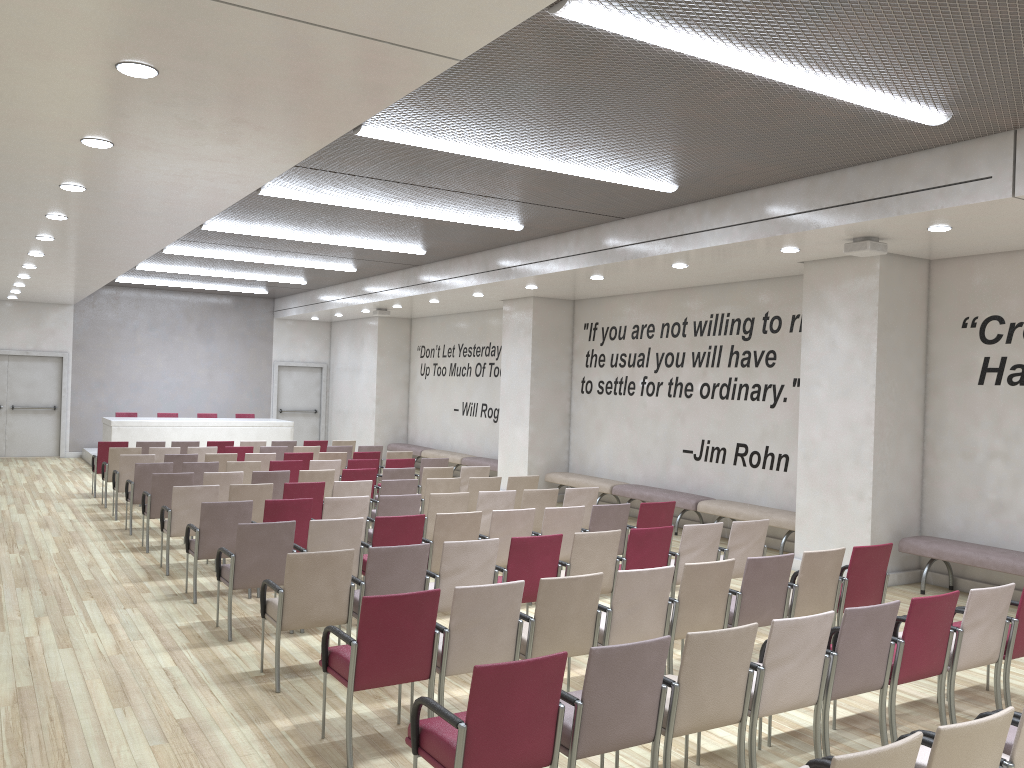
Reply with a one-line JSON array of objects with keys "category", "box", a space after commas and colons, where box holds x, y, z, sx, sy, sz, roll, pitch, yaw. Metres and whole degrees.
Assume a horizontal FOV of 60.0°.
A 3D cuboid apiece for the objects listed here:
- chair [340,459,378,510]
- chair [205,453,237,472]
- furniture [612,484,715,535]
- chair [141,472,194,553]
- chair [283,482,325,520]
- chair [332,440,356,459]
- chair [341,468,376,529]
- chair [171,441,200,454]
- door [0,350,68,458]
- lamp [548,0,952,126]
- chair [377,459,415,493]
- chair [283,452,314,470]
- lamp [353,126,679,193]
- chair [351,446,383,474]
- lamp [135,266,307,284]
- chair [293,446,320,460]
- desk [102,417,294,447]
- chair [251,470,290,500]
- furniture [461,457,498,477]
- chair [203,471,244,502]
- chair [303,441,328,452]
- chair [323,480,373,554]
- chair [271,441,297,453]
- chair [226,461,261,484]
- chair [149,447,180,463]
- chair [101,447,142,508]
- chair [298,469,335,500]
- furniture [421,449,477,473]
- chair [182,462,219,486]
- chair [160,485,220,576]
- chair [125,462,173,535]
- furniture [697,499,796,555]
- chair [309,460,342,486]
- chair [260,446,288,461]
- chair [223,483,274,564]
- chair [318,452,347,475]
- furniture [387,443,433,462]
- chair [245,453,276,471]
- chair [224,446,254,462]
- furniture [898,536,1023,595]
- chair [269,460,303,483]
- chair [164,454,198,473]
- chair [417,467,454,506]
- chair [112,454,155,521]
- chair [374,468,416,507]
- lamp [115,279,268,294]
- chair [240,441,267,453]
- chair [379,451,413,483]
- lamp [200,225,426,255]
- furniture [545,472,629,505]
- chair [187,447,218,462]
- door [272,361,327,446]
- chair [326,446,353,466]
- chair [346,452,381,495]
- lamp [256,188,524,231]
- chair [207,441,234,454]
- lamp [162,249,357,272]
[{"category": "chair", "box": [-2.230, 1.491, 12.600, 0.513, 0.890, 0.640, 2, 0, -31]}, {"category": "chair", "box": [-4.282, 1.424, 12.807, 0.513, 0.890, 0.640, 2, 0, -32]}, {"category": "furniture", "box": [2.174, 1.804, 12.827, 0.530, 0.550, 1.833, 2, 0, -31]}, {"category": "chair", "box": [-3.937, 1.431, 10.141, 0.513, 0.890, 0.640, 2, 0, -30]}, {"category": "chair", "box": [-2.359, 1.482, 9.647, 0.513, 0.890, 0.640, 2, 0, -31]}, {"category": "chair", "box": [-3.201, 1.464, 16.324, 0.513, 0.890, 0.640, 2, 0, -31]}, {"category": "chair", "box": [-2.064, 1.494, 11.282, 0.513, 0.890, 0.640, 2, 0, -32]}, {"category": "chair", "box": [-5.556, 1.385, 14.915, 0.513, 0.890, 0.640, 2, 0, -30]}, {"category": "door", "box": [-11.229, 0.450, 19.701, 2.373, 2.400, 0.200, 2, 0, -31]}, {"category": "lamp", "box": [1.653, -1.927, 5.507, 3.304, 0.045, 0.198, 2, 0, -31]}, {"category": "chair", "box": [-1.749, 1.507, 12.903, 0.513, 0.890, 0.640, 2, 0, -31]}, {"category": "chair", "box": [-3.322, 1.456, 13.376, 0.513, 0.890, 0.640, 2, 0, -32]}, {"category": "lamp", "box": [0.175, -1.972, 7.943, 3.304, 0.045, 0.198, 2, 0, -31]}, {"category": "chair", "box": [-2.552, 1.484, 15.279, 0.513, 0.890, 0.640, 2, 0, -31]}, {"category": "lamp", "box": [-5.722, -2.151, 17.665, 3.304, 0.045, 0.198, 2, 0, -31]}, {"category": "chair", "box": [-3.507, 1.452, 14.718, 0.513, 0.890, 0.640, 2, 0, -32]}, {"category": "desk", "box": [-6.676, 1.278, 18.913, 3.652, 1.042, 1.456, 2, 0, -31]}, {"category": "chair", "box": [-2.994, 1.463, 10.697, 0.513, 0.890, 0.640, 2, 0, -31]}, {"category": "furniture", "box": [-0.352, 1.727, 16.991, 0.530, 0.550, 1.833, 2, 0, -31]}, {"category": "chair", "box": [-3.463, 1.447, 10.411, 0.513, 0.890, 0.640, 2, 0, -31]}, {"category": "chair", "box": [-3.659, 1.449, 16.052, 0.513, 0.890, 0.640, 2, 0, -32]}, {"category": "chair", "box": [-1.899, 1.498, 9.940, 0.513, 0.890, 0.640, 2, 0, -32]}, {"category": "chair", "box": [-4.140, 1.433, 15.758, 0.513, 0.890, 0.640, 2, 0, -30]}, {"category": "chair", "box": [-3.638, 1.443, 11.753, 0.513, 0.890, 0.640, 2, 0, -31]}, {"category": "chair", "box": [-5.377, 1.389, 13.569, 0.513, 0.890, 0.640, 2, 0, -31]}, {"category": "chair", "box": [-5.852, 1.373, 13.293, 0.513, 0.890, 0.640, 2, 0, -32]}, {"category": "chair", "box": [-2.518, 1.479, 10.983, 0.513, 0.890, 0.640, 2, 0, -31]}, {"category": "furniture", "box": [-1.314, 1.698, 18.577, 0.530, 0.550, 1.833, 2, 0, -31]}, {"category": "chair", "box": [-4.101, 1.428, 11.471, 0.513, 0.890, 0.640, 2, 0, -32]}, {"category": "chair", "box": [-3.302, 1.450, 9.079, 0.513, 0.890, 0.640, 2, 0, -31]}, {"category": "chair", "box": [-4.578, 1.412, 11.188, 0.513, 0.890, 0.640, 2, 0, -32]}, {"category": "furniture", "box": [3.136, 1.833, 11.241, 0.530, 0.550, 1.833, 2, 0, -31]}, {"category": "chair", "box": [-2.700, 1.475, 12.324, 0.513, 0.890, 0.640, 2, 0, -31]}, {"category": "chair", "box": [-3.964, 1.437, 14.427, 0.513, 0.890, 0.640, 2, 0, -31]}, {"category": "chair", "box": [-2.836, 1.466, 9.359, 0.513, 0.890, 0.640, 2, 0, -31]}, {"category": "chair", "box": [-2.869, 1.471, 13.663, 0.513, 0.890, 0.640, 2, 0, -32]}, {"category": "furniture", "box": [-2.277, 1.669, 20.166, 0.530, 0.550, 1.833, 2, 0, -31]}, {"category": "chair", "box": [-3.797, 1.440, 13.088, 0.513, 0.890, 0.640, 2, 0, -31]}, {"category": "chair", "box": [-4.440, 1.421, 14.156, 0.513, 0.890, 0.640, 2, 0, -31]}, {"category": "furniture", "box": [4.706, 1.881, 8.652, 0.530, 0.550, 1.833, 2, 0, -31]}, {"category": "chair", "box": [-3.166, 1.459, 12.051, 0.513, 0.890, 0.640, 2, 0, -32]}, {"category": "chair", "box": [-4.739, 1.408, 12.517, 0.513, 0.890, 0.640, 2, 0, -32]}, {"category": "chair", "box": [-1.123, 1.526, 11.837, 0.513, 0.890, 0.640, 2, 0, -32]}, {"category": "chair", "box": [-5.214, 1.392, 12.227, 0.513, 0.890, 0.640, 2, 0, -30]}, {"category": "chair", "box": [-1.599, 1.510, 11.557, 0.513, 0.890, 0.640, 2, 0, -31]}, {"category": "lamp", "box": [-7.201, -2.196, 20.103, 3.304, 0.045, 0.198, 2, 0, -31]}, {"category": "chair", "box": [-4.603, 1.417, 15.488, 0.513, 0.890, 0.640, 2, 0, -31]}, {"category": "chair", "box": [-1.932, 1.503, 14.230, 0.513, 0.890, 0.640, 2, 0, -32]}, {"category": "lamp", "box": [-2.772, -2.062, 12.802, 3.304, 0.045, 0.198, 2, 0, -31]}, {"category": "furniture", "box": [1.211, 1.775, 14.415, 0.530, 0.550, 1.833, 2, 0, -31]}, {"category": "chair", "box": [-4.917, 1.404, 13.863, 0.513, 0.890, 0.640, 2, 0, -32]}, {"category": "door", "box": [-5.569, 0.641, 23.137, 1.400, 2.400, 0.200, 2, 0, -31]}, {"category": "chair", "box": [-3.022, 1.468, 14.996, 0.513, 0.890, 0.640, 2, 0, -31]}, {"category": "chair", "box": [-2.403, 1.487, 13.947, 0.513, 0.890, 0.640, 2, 0, -31]}, {"category": "lamp", "box": [-1.310, -2.017, 10.390, 3.304, 0.045, 0.198, 2, 0, -31]}, {"category": "chair", "box": [-5.076, 1.401, 15.196, 0.513, 0.890, 0.640, 2, 0, -32]}, {"category": "lamp", "box": [-4.266, -2.107, 15.265, 3.304, 0.045, 0.198, 2, 0, -31]}]
